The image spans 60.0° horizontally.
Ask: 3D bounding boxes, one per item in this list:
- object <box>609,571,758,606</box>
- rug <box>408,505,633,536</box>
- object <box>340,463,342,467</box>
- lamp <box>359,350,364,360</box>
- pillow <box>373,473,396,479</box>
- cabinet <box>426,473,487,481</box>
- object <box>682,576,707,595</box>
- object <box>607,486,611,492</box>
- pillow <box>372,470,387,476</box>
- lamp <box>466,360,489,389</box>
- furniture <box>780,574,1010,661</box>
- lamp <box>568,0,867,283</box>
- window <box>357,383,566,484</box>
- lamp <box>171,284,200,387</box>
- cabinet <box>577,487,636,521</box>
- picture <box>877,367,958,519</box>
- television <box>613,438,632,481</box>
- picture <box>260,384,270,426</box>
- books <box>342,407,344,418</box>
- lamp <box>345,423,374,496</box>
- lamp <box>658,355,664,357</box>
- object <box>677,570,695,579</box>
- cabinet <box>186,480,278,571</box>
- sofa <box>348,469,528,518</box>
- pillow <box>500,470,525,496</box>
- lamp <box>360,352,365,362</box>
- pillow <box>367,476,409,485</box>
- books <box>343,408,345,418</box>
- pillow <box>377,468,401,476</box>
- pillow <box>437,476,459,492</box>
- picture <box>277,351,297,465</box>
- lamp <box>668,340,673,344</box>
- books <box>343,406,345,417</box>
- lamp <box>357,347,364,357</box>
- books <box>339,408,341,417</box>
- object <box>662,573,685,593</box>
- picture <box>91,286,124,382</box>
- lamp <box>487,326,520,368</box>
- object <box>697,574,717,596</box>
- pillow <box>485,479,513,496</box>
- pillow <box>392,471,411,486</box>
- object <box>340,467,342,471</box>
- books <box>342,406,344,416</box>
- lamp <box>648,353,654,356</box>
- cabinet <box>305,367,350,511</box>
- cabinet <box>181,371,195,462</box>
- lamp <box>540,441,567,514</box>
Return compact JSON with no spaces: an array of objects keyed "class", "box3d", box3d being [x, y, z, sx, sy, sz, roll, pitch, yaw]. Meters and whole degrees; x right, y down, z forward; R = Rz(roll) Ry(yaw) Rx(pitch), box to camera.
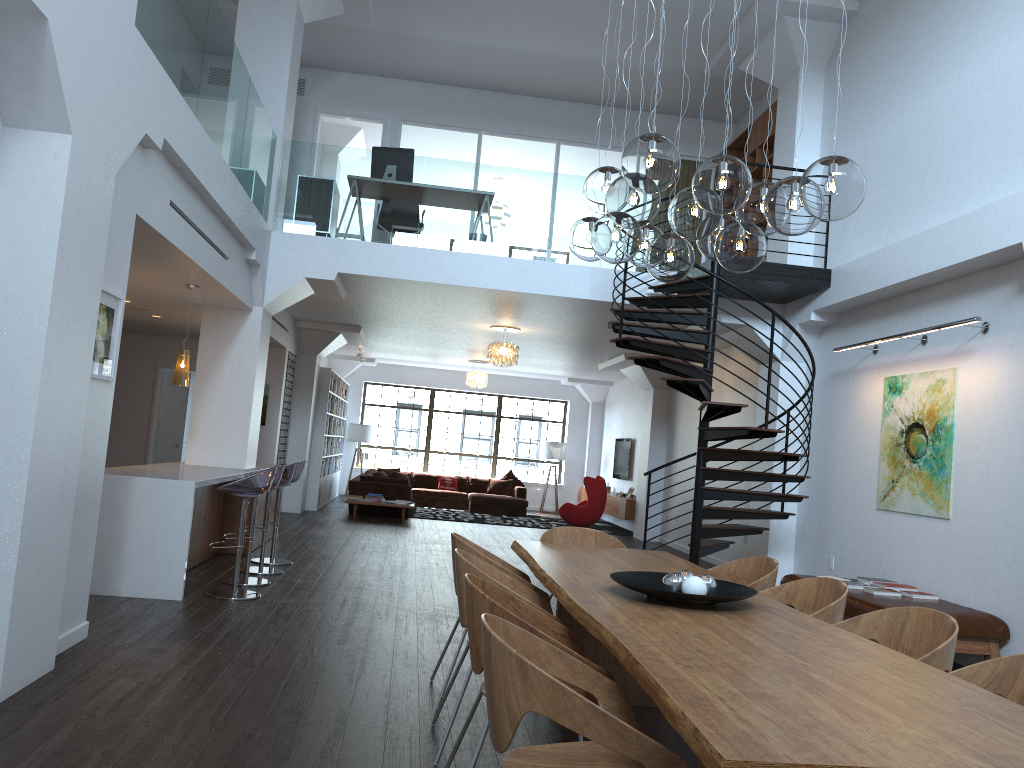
[{"class":"object","box3d":[0.690,0.841,3.602,0.592,0.066,0.592,1,-6,42]},{"class":"rug","box3d":[0.073,2.573,16.818,4.200,0.007,3.100,5,-4,-5]},{"class":"object","box3d":[-3.837,1.729,19.092,0.331,0.088,0.410,6,-4,-6]},{"class":"lamp","box3d":[-2.944,-0.569,17.298,0.111,0.211,0.120,1,-6,43]},{"class":"pillow","box3d":[-2.216,1.760,15.632,0.559,0.411,0.269,1,-6,40]},{"class":"cabinet","box3d":[-1.170,2.372,19.729,1.520,0.625,0.350,6,-4,-6]},{"class":"object","box3d":[0.722,0.812,3.514,0.100,0.100,0.100,2,-6,39]},{"class":"object","box3d":[2.004,2.182,18.387,0.089,0.110,0.089,2,-6,39]},{"class":"pillow","box3d":[-2.483,1.865,17.035,0.325,0.391,0.625,4,-4,10]},{"class":"lamp","box3d":[-0.680,-0.183,17.450,0.441,0.539,0.442,2,-5,36]},{"class":"furniture","box3d":[2.889,1.852,6.954,0.907,0.453,1.819,6,-4,-6]},{"class":"lamp","box3d":[0.868,-1.564,4.095,0.849,2.140,1.787,6,-4,-7]},{"class":"window","box3d":[-1.120,1.153,20.363,4.648,1.905,0.114,6,-4,-6]},{"class":"lamp","box3d":[-2.121,-0.730,9.023,0.149,1.807,2.842,2,-5,33]},{"class":"cabinet","box3d":[1.948,2.353,17.664,0.459,0.350,4.501,6,-4,-6]},{"class":"picture","box3d":[3.424,0.499,7.534,0.010,1.200,1.095,6,-4,-6]},{"class":"television","box3d":[2.189,1.492,17.683,0.013,0.816,1.324,6,-4,-6]},{"class":"picture","box3d":[-3.798,0.287,12.927,0.450,0.600,0.030,6,-4,-6]},{"class":"books","box3d":[-3.610,0.573,18.489,0.183,0.253,0.034,6,-4,-7]},{"class":"lamp","box3d":[-3.385,1.673,19.461,0.545,1.579,0.545,6,-5,-17]},{"class":"lamp","box3d":[2.128,-0.470,12.633,0.111,0.211,0.120,1,-6,43]},{"class":"object","box3d":[0.715,0.821,3.673,0.100,0.100,0.100,2,-6,39]},{"class":"cabinet","box3d":[-3.055,1.270,8.672,0.898,0.796,4.493,6,-4,-6]},{"class":"sofa","box3d":[-1.296,2.149,17.207,3.481,0.664,4.197,6,-4,-6]},{"class":"pillow","box3d":[-0.078,2.130,19.010,0.651,0.587,0.335,7,-5,-27]},{"class":"lamp","box3d":[-3.001,-0.535,17.813,0.120,0.211,0.111,8,-5,-32]},{"class":"pillow","box3d":[-2.153,1.788,15.369,0.750,0.364,0.289,6,-4,-7]},{"class":"books","box3d":[-3.658,0.615,18.901,0.161,0.223,0.026,6,-4,-7]},{"class":"pillow","box3d":[-2.540,1.967,18.654,0.580,0.418,0.334,8,-5,-33]},{"class":"pillow","box3d":[-1.359,2.119,18.821,0.465,0.308,0.220,6,-4,-10]},{"class":"picture","box3d":[-3.484,0.713,13.589,0.021,2.380,0.800,6,-4,-6]},{"class":"lamp","box3d":[2.185,-0.504,12.119,0.120,0.211,0.111,8,-5,-32]},{"class":"books","box3d":[-3.626,0.584,18.649,0.183,0.253,0.034,6,-4,-7]},{"class":"lamp","box3d":[-2.888,-0.602,16.797,0.111,0.211,0.120,3,-5,28]},{"class":"books","box3d":[-3.567,0.575,18.054,0.139,0.191,0.036,6,-4,-6]},{"class":"object","box3d":[0.656,0.815,3.593,0.100,0.100,0.100,2,-6,39]},{"class":"picture","box3d":[-2.271,-0.278,4.919,0.018,0.500,0.500,6,-4,-6]},{"class":"lamp","box3d":[-0.118,-0.513,12.431,0.441,0.539,0.442,2,-5,36]},{"class":"object","box3d":[0.780,0.821,3.596,0.100,0.100,0.100,2,-6,39]},{"class":"pillow","box3d":[-0.271,2.181,18.818,0.542,0.362,0.248,4,-4,15]},{"class":"pillow","box3d":[-2.342,1.997,18.577,0.489,0.337,0.238,8,-5,-36]},{"class":"object","box3d":[-3.844,1.817,19.085,0.331,0.088,0.410,6,-4,-6]},{"class":"books","box3d":[-3.610,0.571,18.455,0.183,0.253,0.034,6,-4,-7]},{"class":"lamp","box3d":[2.072,-0.437,13.135,0.111,0.211,0.120,3,-5,28]},{"class":"cabinet","box3d":[-3.638,1.053,17.124,0.461,2.414,4.500,6,-4,-6]},{"class":"cabinet","box3d":[-5.690,0.359,14.203,0.527,2.991,2.630,6,-4,-6]},{"class":"lamp","box3d":[0.895,2.081,19.808,0.545,1.579,0.545,5,-4,5]}]
